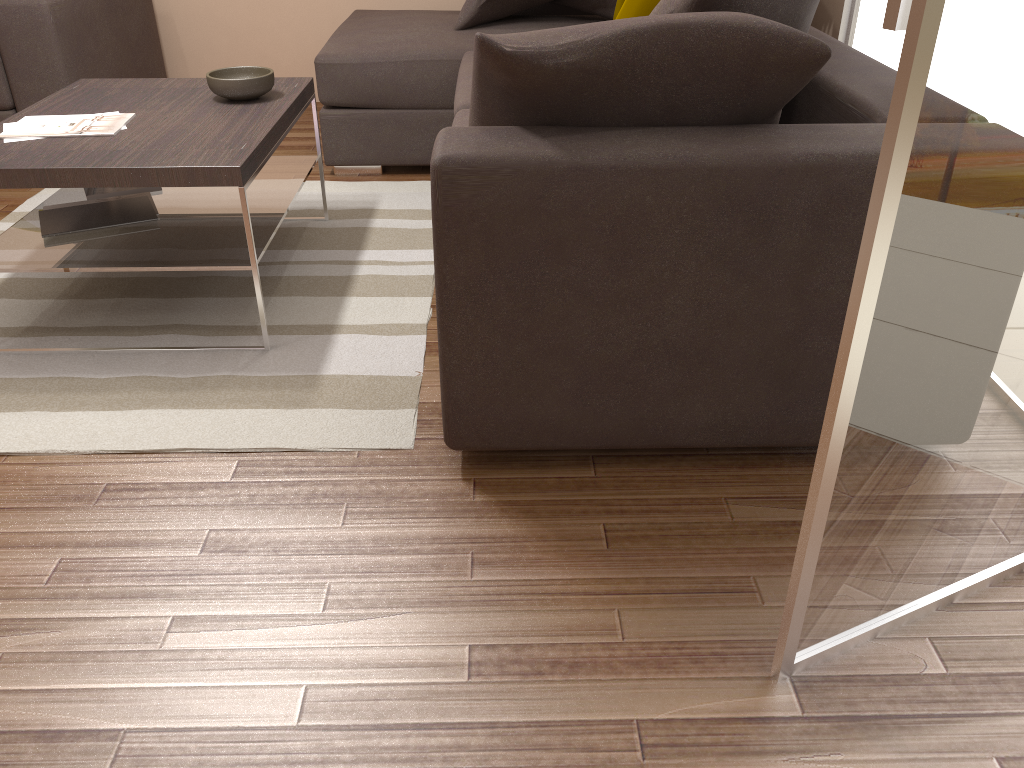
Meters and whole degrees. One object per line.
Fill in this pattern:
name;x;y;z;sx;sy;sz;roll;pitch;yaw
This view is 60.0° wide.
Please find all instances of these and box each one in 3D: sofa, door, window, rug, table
sofa;0.103;-1.016;3.449;1.906;0.776;3.565;-1;31;-1
door;0.890;-0.635;1.158;0.967;2.419;0.060;-14;33;-22
window;1.310;-1.293;2.267;0.020;2.419;1.983;-1;31;-1
rug;-1.157;-0.367;3.083;1.791;0.024;2.122;-1;31;-1
sofa;-3.716;-1.397;4.109;3.565;0.776;1.906;-1;31;-1
table;-1.153;-0.611;2.948;0.856;0.558;1.110;-1;31;-1

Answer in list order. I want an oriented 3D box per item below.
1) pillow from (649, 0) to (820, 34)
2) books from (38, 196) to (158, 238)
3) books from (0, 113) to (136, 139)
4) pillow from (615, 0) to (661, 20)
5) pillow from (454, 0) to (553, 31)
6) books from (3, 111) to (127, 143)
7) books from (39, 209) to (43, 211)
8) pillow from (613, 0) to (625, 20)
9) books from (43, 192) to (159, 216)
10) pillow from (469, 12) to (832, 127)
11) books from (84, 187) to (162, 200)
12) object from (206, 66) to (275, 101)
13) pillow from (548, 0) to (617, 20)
pillow;0.595;-0.984;2.369;0.811;0.635;0.399;-26;39;-36
books;-1.311;-0.533;2.807;0.332;0.008;0.241;-15;34;-23
books;-1.340;-0.780;2.680;0.332;0.010;0.241;-3;31;-5
pillow;0.491;-1.114;2.814;0.382;0.492;0.658;-6;31;-10
pillow;0.077;-1.906;4.183;0.645;0.415;0.792;2;31;4
books;-1.357;-0.778;2.691;0.332;0.008;0.241;-15;34;-23
books;-1.340;-0.544;2.865;0.332;0.013;0.241;-14;33;-22
pillow;0.623;-1.716;3.886;0.335;0.486;0.631;1;31;1
books;-1.331;-0.559;2.867;0.332;0.008;0.241;-14;33;-22
pillow;0.275;-0.620;2.036;0.749;0.470;0.560;-3;31;-4
books;-1.395;-0.722;3.152;0.241;0.026;0.332;-15;34;-23
object;-0.910;-1.007;2.987;0.219;0.081;0.219;2;31;3
pillow;0.456;-2.106;4.301;0.806;0.578;0.483;26;39;37
